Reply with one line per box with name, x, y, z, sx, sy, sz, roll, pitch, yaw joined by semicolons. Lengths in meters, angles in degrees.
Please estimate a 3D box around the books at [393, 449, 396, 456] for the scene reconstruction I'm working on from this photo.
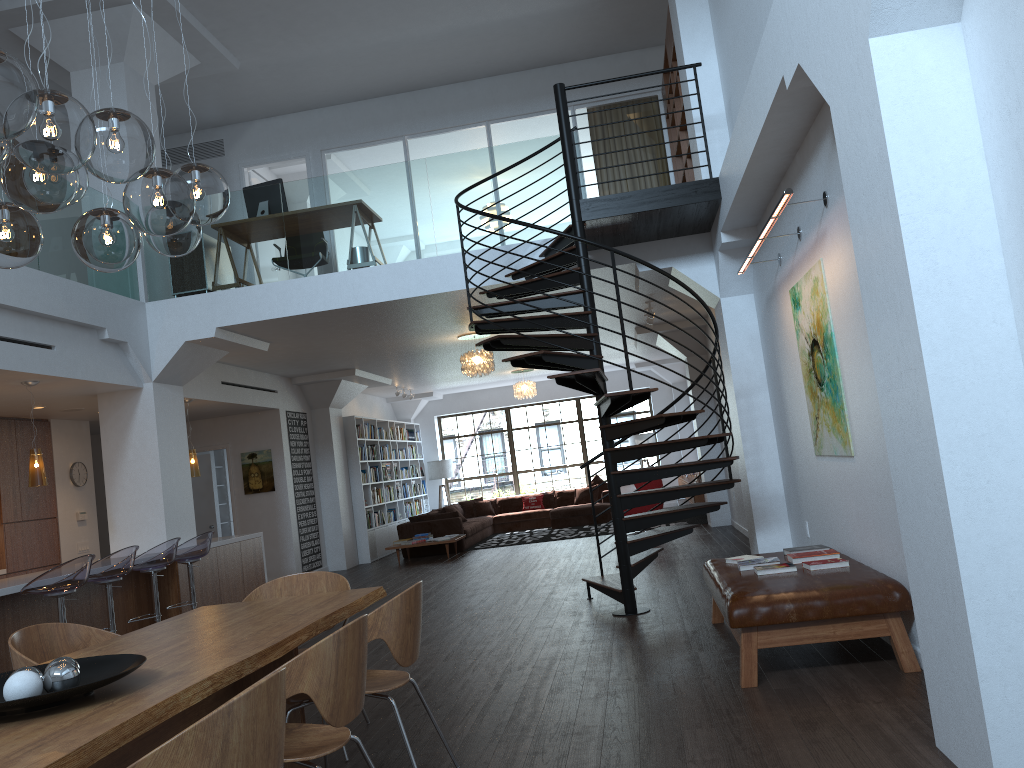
books;-2.296;1.355;16.932;0.146;0.202;0.027;-8;-5;7

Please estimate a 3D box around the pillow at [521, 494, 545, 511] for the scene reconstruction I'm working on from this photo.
pillow;0.423;2.392;17.834;0.465;0.308;0.220;-8;-5;3

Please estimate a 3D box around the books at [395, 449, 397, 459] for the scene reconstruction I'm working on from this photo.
books;-2.284;1.356;16.958;0.146;0.202;0.027;-8;-5;7

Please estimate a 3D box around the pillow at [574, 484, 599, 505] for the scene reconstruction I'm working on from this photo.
pillow;1.466;2.199;17.585;0.542;0.362;0.248;-10;-6;28

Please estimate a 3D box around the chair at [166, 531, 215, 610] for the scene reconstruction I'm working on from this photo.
chair;-2.973;1.902;8.236;0.481;1.014;0.530;-8;-5;9

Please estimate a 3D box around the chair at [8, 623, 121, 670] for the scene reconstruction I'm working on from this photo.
chair;-1.778;1.431;3.801;0.618;0.833;0.629;-8;-5;5

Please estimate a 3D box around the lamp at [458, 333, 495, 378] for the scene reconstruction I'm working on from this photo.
lamp;-0.457;-0.362;11.436;0.442;0.539;0.441;-3;-7;-40

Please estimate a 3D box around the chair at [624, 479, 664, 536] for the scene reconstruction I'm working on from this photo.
chair;1.934;1.769;13.487;0.801;1.006;0.798;-11;-6;32

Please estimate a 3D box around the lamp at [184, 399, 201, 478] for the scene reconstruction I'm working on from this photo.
lamp;-3.732;0.632;10.299;0.149;0.900;0.149;-3;-7;-38

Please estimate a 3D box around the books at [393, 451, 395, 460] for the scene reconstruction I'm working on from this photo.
books;-2.299;1.362;16.842;0.126;0.173;0.032;-8;-5;7

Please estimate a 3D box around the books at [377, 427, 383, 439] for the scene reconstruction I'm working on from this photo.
books;-2.446;0.917;16.228;0.140;0.231;0.042;-8;-5;7

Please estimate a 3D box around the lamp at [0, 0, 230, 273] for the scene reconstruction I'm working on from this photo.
lamp;-1.659;-1.490;3.137;0.849;2.140;1.787;-8;-5;6

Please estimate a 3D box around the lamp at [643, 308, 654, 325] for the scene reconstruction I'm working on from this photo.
lamp;1.725;-0.843;11.126;0.120;0.211;0.111;-4;-6;-33

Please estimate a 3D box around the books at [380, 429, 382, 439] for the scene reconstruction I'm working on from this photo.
books;-2.452;0.925;16.143;0.146;0.202;0.027;-8;-5;7

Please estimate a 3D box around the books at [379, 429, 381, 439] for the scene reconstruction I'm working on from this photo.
books;-2.459;0.918;16.061;0.146;0.202;0.027;-8;-5;7

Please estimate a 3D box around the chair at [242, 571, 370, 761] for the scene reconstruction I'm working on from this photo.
chair;-1.084;1.404;4.468;0.629;0.833;0.618;-7;-5;2

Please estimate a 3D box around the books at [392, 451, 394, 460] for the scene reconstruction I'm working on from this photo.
books;-2.299;1.360;16.767;0.106;0.162;0.032;-8;-5;7

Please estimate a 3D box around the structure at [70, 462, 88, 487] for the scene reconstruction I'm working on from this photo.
structure;-5.296;1.104;10.842;0.040;0.300;0.300;-8;-5;7

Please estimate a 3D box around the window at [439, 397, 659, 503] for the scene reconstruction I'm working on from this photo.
window;0.778;1.373;19.319;4.648;1.905;0.114;-8;-5;7

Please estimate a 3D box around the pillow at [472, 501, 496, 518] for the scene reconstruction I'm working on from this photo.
pillow;-0.591;2.504;17.822;0.489;0.337;0.238;-5;-6;-23

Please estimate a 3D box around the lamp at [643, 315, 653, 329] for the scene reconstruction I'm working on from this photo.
lamp;1.793;-0.805;11.626;0.111;0.211;0.120;-12;-7;41

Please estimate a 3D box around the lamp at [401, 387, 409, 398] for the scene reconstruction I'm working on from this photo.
lamp;-2.039;0.167;16.811;0.120;0.211;0.111;-4;-6;-33

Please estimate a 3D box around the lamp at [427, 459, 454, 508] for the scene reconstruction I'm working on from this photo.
lamp;-1.452;2.418;18.929;0.545;1.579;0.545;-7;-5;-4

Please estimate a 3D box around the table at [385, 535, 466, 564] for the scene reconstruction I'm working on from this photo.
table;-1.322;2.593;13.865;1.100;0.271;0.853;-8;-5;7

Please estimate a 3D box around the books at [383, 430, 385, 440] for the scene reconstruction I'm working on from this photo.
books;-2.422;0.947;16.362;0.139;0.191;0.036;-8;-5;7

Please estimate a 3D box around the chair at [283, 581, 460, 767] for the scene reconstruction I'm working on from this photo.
chair;-0.615;1.267;3.648;0.617;0.830;0.629;-8;-5;7

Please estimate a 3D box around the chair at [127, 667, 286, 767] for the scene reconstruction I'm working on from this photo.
chair;-0.809;1.152;2.133;0.618;0.833;0.629;-8;-5;7

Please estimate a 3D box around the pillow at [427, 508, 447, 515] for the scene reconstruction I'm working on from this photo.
pillow;-1.195;2.288;14.935;0.269;0.411;0.559;-3;-7;-37

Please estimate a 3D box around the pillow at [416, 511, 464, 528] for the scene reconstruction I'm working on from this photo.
pillow;-1.188;2.305;14.663;0.750;0.364;0.289;-8;-5;6

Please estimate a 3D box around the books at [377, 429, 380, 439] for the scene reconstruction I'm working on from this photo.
books;-2.469;0.919;16.002;0.139;0.191;0.036;-8;-5;7

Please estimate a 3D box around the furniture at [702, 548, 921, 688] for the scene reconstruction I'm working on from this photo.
furniture;1.687;1.322;5.336;0.907;0.453;1.819;-8;-5;7

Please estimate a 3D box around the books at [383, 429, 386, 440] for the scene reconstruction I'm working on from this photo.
books;-2.416;0.949;16.437;0.127;0.200;0.020;-8;-5;7

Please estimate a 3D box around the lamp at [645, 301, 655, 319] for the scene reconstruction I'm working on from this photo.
lamp;1.654;-0.882;10.614;0.120;0.211;0.111;-6;-6;-19

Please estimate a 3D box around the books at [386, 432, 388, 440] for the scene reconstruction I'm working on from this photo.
books;-2.382;0.980;16.563;0.110;0.153;0.019;-8;-5;7

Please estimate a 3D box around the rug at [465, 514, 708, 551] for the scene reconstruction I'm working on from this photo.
rug;1.428;2.531;15.545;4.200;0.007;3.100;-8;-5;9

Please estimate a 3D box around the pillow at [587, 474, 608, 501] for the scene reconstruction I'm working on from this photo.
pillow;1.681;2.102;17.730;0.651;0.587;0.335;-6;-5;-14

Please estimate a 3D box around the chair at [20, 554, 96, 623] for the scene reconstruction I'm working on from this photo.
chair;-3.219;1.759;6.358;0.481;1.014;0.530;-8;-5;9

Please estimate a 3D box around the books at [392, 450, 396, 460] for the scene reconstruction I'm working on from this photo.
books;-2.295;1.357;16.899;0.139;0.191;0.036;-8;-5;7

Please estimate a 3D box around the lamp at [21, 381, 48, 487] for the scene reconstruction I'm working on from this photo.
lamp;-3.177;-0.058;8.574;2.842;1.807;0.149;-2;-7;-43

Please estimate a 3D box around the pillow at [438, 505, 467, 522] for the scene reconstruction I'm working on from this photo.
pillow;-1.105;2.431;16.357;0.325;0.391;0.625;-10;-6;23

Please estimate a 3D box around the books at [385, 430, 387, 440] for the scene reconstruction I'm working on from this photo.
books;-2.408;0.962;16.504;0.134;0.184;0.030;-8;-5;7

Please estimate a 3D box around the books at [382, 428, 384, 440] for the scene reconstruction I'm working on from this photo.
books;-2.444;0.924;16.277;0.158;0.226;0.052;-8;-5;7

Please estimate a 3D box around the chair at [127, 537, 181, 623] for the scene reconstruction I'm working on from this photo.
chair;-3.058;1.855;7.613;0.481;1.014;0.530;-8;-5;5

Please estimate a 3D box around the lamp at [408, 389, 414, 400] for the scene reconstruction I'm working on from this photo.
lamp;-1.968;0.206;17.323;0.120;0.211;0.111;-6;-6;-19

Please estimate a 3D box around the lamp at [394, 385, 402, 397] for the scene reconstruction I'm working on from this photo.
lamp;-2.108;0.129;16.311;0.111;0.211;0.120;-12;-7;41

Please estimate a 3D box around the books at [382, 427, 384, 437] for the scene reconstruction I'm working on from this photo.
books;-2.434;0.925;16.325;0.140;0.231;0.042;-8;-5;7

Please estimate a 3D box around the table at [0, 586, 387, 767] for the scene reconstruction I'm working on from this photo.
table;-1.337;1.301;2.562;1.012;0.750;3.803;-8;-5;7

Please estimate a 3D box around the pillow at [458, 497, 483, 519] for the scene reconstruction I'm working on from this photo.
pillow;-0.768;2.520;17.943;0.580;0.418;0.334;-5;-6;-20

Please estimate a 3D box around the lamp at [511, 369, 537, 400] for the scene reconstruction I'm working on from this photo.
lamp;0.228;0.016;16.436;0.442;0.539;0.441;-3;-7;-40

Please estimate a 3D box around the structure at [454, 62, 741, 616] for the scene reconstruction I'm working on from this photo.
structure;0.667;-0.346;7.211;1.998;4.352;1.998;-4;-6;-32

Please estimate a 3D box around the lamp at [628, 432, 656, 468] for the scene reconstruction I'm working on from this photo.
lamp;2.772;1.818;18.290;0.545;1.579;0.545;-9;-6;18

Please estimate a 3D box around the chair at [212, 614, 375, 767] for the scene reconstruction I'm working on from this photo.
chair;-0.725;1.212;2.890;0.618;0.833;0.629;-8;-5;9

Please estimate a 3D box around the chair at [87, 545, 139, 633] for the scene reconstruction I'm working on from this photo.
chair;-3.161;1.810;6.986;0.481;1.014;0.530;-8;-5;5
